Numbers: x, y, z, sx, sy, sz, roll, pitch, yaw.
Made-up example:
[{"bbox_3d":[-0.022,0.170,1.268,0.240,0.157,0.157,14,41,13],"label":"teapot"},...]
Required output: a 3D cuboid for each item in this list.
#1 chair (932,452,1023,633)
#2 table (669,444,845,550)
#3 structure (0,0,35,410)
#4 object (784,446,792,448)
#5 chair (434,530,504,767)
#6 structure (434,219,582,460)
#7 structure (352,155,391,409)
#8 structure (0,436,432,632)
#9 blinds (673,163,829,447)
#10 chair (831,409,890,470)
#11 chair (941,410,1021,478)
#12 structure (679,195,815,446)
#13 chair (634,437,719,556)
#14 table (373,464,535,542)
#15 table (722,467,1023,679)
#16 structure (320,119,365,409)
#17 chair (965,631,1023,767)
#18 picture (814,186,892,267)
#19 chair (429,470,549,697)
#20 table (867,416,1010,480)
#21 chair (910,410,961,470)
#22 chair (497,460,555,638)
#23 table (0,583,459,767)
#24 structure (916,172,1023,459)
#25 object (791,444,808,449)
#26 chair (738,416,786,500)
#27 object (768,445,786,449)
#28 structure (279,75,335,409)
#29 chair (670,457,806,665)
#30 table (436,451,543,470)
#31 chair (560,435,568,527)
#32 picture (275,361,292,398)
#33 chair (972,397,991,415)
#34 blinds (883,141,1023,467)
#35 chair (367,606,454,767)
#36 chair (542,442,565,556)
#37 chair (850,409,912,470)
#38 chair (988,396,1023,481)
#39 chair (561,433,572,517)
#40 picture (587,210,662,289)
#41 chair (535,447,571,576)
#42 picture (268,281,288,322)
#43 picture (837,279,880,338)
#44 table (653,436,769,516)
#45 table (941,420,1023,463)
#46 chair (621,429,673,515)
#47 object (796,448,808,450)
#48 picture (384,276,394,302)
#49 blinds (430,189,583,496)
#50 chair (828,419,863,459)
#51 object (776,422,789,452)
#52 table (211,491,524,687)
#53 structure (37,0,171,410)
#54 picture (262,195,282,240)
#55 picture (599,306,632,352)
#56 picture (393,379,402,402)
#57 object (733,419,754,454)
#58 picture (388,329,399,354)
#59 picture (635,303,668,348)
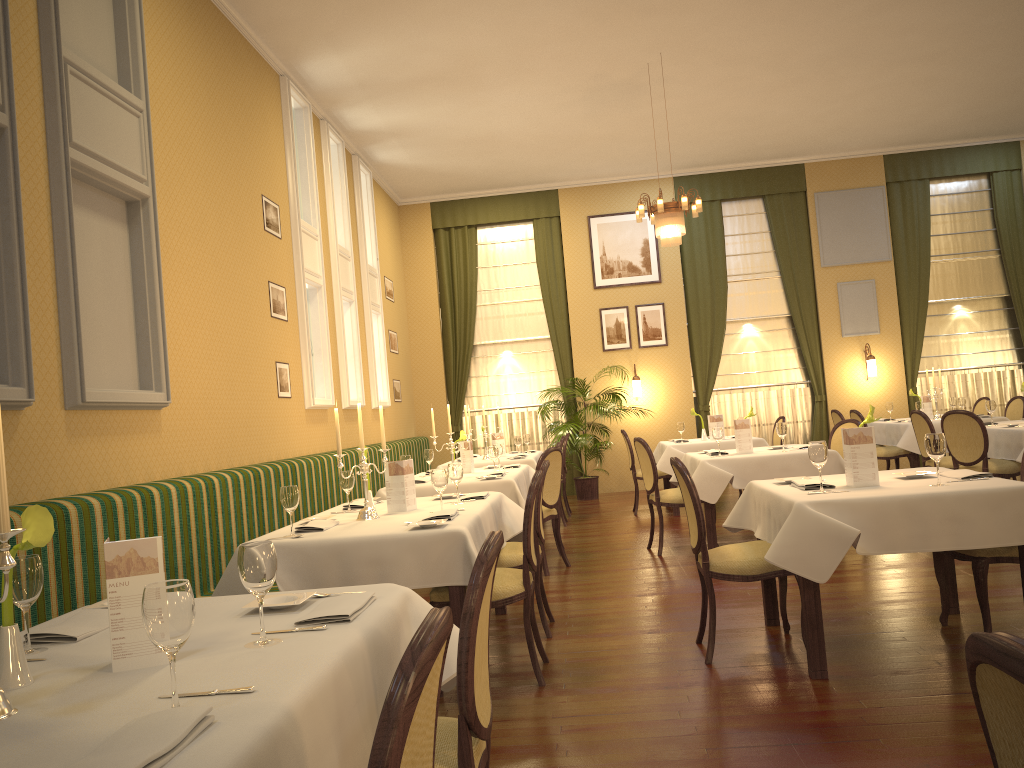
[{"bbox_3d":[2.327,0.699,4.154,0.571,0.955,0.530,-5,-2,4],"label":"chair"},{"bbox_3d":[2.047,0.926,7.268,1.389,0.759,1.395,-5,-2,6],"label":"table"},{"bbox_3d":[-2.320,-1.443,3.447,0.200,3.103,0.956,-5,-2,4],"label":"structure"},{"bbox_3d":[2.334,0.522,7.421,0.181,0.015,0.038,-5,-2,6],"label":"object"},{"bbox_3d":[-0.266,0.850,2.100,0.571,0.955,0.530,-5,-2,4],"label":"chair"},{"bbox_3d":[-0.064,-0.582,12.961,1.942,4.511,0.123,-5,-2,4],"label":"structure"},{"bbox_3d":[-1.738,-1.186,10.649,0.200,2.985,0.670,-5,-2,4],"label":"structure"},{"bbox_3d":[-1.518,1.041,5.559,0.850,1.031,14.516,-5,-2,4],"label":"structure"},{"bbox_3d":[3.411,-0.905,12.566,1.878,4.537,0.129,-5,-2,4],"label":"blinds"},{"bbox_3d":[4.252,0.764,10.845,0.571,0.955,0.530,-5,-2,4],"label":"chair"},{"bbox_3d":[3.968,0.671,7.433,0.571,0.955,0.530,-4,-2,-21],"label":"chair"},{"bbox_3d":[3.414,-0.889,12.685,1.900,4.511,0.134,-5,-2,4],"label":"structure"},{"bbox_3d":[1.338,0.893,7.340,0.571,0.955,0.530,-5,-2,-6],"label":"chair"},{"bbox_3d":[-0.354,1.137,7.457,1.385,0.759,2.152,-5,-2,5],"label":"table"},{"bbox_3d":[1.804,0.842,4.238,1.389,0.759,1.395,-5,-2,6],"label":"table"},{"bbox_3d":[-1.839,-1.221,9.384,0.200,2.985,0.661,-5,-2,4],"label":"structure"},{"bbox_3d":[0.823,0.715,0.872,0.571,0.955,0.530,-5,-2,4],"label":"chair"},{"bbox_3d":[4.782,-2.206,12.431,0.966,1.057,0.027,-5,-2,4],"label":"picture"},{"bbox_3d":[-0.099,0.908,4.201,0.571,0.955,0.530,-5,-2,4],"label":"chair"},{"bbox_3d":[4.943,0.786,10.420,1.385,0.759,2.152,-5,-2,5],"label":"table"},{"bbox_3d":[4.038,0.691,8.181,0.571,0.955,0.530,-5,-2,4],"label":"chair"},{"bbox_3d":[-0.031,0.931,5.034,0.571,0.955,0.530,-5,-2,4],"label":"chair"},{"bbox_3d":[-0.805,0.982,1.830,1.385,0.759,2.152,-5,-2,5],"label":"table"},{"bbox_3d":[6.312,-1.144,12.460,1.898,4.511,0.137,-5,-2,4],"label":"structure"},{"bbox_3d":[2.370,0.509,7.200,0.142,0.024,0.273,-5,-2,4],"label":"object"},{"bbox_3d":[2.785,0.856,9.873,0.571,0.955,0.530,-5,-2,4],"label":"chair"},{"bbox_3d":[2.191,0.527,7.319,0.160,0.024,0.160,-5,-2,4],"label":"object"},{"bbox_3d":[-1.935,-1.254,8.192,0.200,2.985,0.687,-5,-2,4],"label":"structure"},{"bbox_3d":[1.097,0.809,4.301,0.571,0.955,0.530,-5,-2,4],"label":"chair"},{"bbox_3d":[-0.138,1.211,10.146,1.385,0.759,2.152,-5,-2,5],"label":"table"},{"bbox_3d":[0.332,1.056,9.585,0.571,0.955,0.530,-5,-2,4],"label":"chair"},{"bbox_3d":[-1.879,-0.032,7.294,0.008,0.294,0.313,-5,-2,4],"label":"picture"},{"bbox_3d":[5.481,0.654,10.698,0.571,0.955,0.530,-5,-2,4],"label":"chair"},{"bbox_3d":[6.309,-1.161,12.341,1.876,4.537,0.129,-5,-2,4],"label":"blinds"},{"bbox_3d":[-0.334,0.827,1.268,0.571,0.955,0.530,-5,-2,4],"label":"chair"},{"bbox_3d":[0.186,1.005,7.735,0.571,0.955,0.530,-5,-2,4],"label":"chair"},{"bbox_3d":[4.190,0.743,10.075,0.571,0.955,0.530,-5,-2,4],"label":"chair"},{"bbox_3d":[5.414,0.631,9.859,0.571,0.955,0.530,-5,-2,4],"label":"chair"},{"bbox_3d":[0.433,1.076,10.421,0.571,0.955,0.530,-5,-2,4],"label":"chair"},{"bbox_3d":[1.606,-1.926,12.680,0.966,1.057,0.027,-5,-2,4],"label":"picture"},{"bbox_3d":[0.126,0.982,6.923,0.571,0.955,0.530,-6,-2,29],"label":"chair"},{"bbox_3d":[-1.933,-0.680,7.335,0.008,0.294,0.401,-5,-2,4],"label":"picture"},{"bbox_3d":[4.845,-1.056,12.395,0.512,0.769,0.027,-5,-2,4],"label":"picture"},{"bbox_3d":[2.262,1.000,9.957,1.389,0.759,1.395,-5,-2,6],"label":"table"},{"bbox_3d":[4.730,0.713,7.756,1.385,0.759,2.152,-5,-2,5],"label":"table"},{"bbox_3d":[1.556,0.966,10.020,0.571,0.955,0.530,-5,-2,4],"label":"chair"},{"bbox_3d":[2.289,0.514,7.016,0.185,0.010,0.017,-5,-2,5],"label":"object"},{"bbox_3d":[-1.635,-1.259,11.818,0.008,0.294,0.504,-5,-2,4],"label":"picture"},{"bbox_3d":[-0.072,-0.598,12.848,1.934,4.537,0.225,-5,-2,4],"label":"blinds"},{"bbox_3d":[2.574,0.783,7.214,0.571,0.955,0.530,-4,-2,-16],"label":"chair"},{"bbox_3d":[2.117,0.416,6.941,0.088,0.229,0.088,-3,-3,-44],"label":"object"},{"bbox_3d":[-0.570,1.063,4.762,1.385,0.759,2.152,-5,-2,5],"label":"table"},{"bbox_3d":[-2.218,-1.408,4.714,0.200,3.103,0.956,-5,-2,4],"label":"structure"},{"bbox_3d":[-1.993,-1.382,7.359,0.008,0.294,0.401,-5,-2,4],"label":"picture"},{"bbox_3d":[1.479,-0.787,12.662,0.412,0.619,0.022,-5,-2,4],"label":"picture"},{"bbox_3d":[-1.521,0.091,11.758,0.008,0.294,0.437,-5,-2,4],"label":"picture"},{"bbox_3d":[1.844,0.425,7.164,0.081,0.277,0.166,-3,-3,-39],"label":"object"},{"bbox_3d":[-1.575,-0.557,11.794,0.008,0.294,0.504,-5,-2,4],"label":"picture"},{"bbox_3d":[1.984,-0.832,12.623,0.412,0.619,0.022,-5,-2,4],"label":"picture"}]
